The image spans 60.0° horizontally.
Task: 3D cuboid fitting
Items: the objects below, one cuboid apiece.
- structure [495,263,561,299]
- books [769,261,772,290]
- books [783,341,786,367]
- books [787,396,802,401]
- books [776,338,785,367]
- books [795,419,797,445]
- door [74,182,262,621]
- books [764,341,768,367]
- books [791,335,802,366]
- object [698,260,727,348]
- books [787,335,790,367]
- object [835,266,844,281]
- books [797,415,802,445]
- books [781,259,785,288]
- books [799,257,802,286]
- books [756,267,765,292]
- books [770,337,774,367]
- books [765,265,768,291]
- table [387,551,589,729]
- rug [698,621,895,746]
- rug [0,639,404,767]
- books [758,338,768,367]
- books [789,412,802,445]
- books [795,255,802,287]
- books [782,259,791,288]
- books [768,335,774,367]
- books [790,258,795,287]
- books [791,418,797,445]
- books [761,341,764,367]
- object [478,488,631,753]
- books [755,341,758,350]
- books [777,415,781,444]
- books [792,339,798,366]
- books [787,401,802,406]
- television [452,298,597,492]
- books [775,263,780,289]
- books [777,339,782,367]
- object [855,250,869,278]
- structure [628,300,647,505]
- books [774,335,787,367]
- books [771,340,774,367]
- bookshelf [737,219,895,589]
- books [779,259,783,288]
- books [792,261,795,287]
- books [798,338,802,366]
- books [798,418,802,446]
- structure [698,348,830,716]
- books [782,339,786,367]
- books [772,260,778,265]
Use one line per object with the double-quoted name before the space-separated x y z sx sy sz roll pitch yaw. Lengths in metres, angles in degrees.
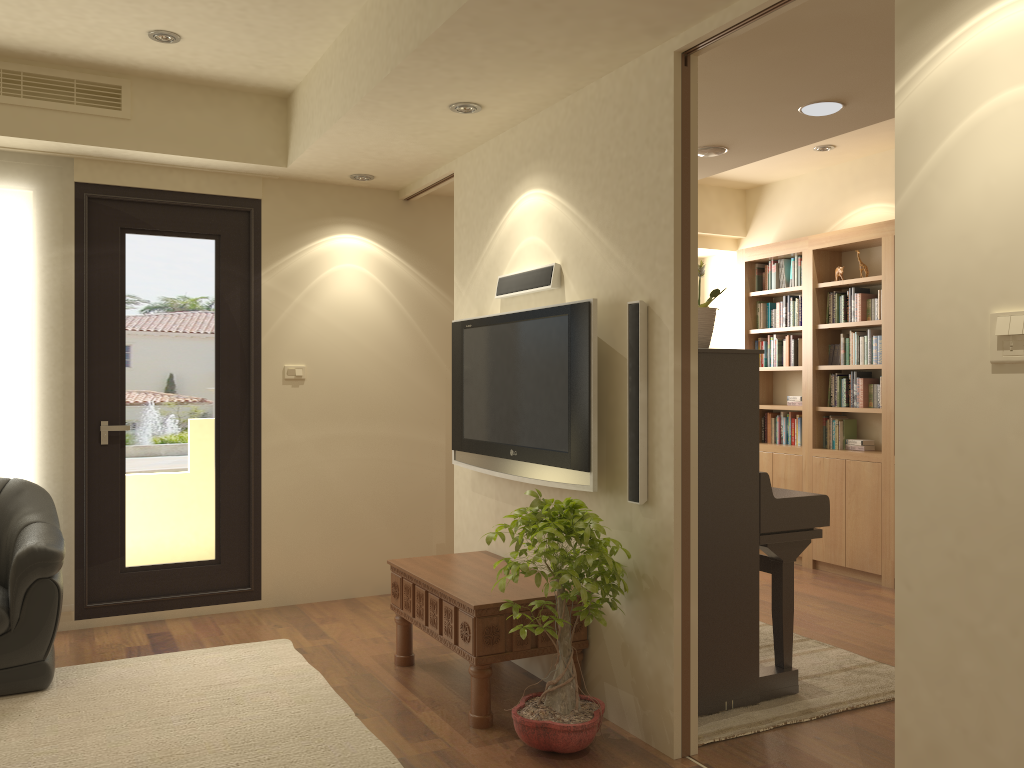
"structure" 0.064 -0.477 4.139 0.048 0.111 0.559 0 0 -27
"books" 2.109 -0.853 7.062 0.152 0.242 0.019 0 0 -27
"books" 2.185 -0.235 6.923 0.150 0.202 0.032 0 0 -27
"books" 2.226 0.112 6.849 0.111 0.036 0.165 0 0 -22
"books" 2.143 -0.246 6.984 0.168 0.224 0.014 0 0 -27
"books" 2.257 0.372 6.875 0.158 0.202 0.011 0 0 -27
"door" -1.977 0.092 5.147 1.011 2.420 0.118 0 0 -27
"books" 2.082 -0.237 7.102 0.167 0.206 0.010 0 0 -27
"books" 2.218 -0.255 6.856 0.152 0.242 0.019 0 0 -27
"object" 0.785 -0.329 3.708 0.215 0.375 0.209 0 0 -4
"books" 2.200 -0.255 6.884 0.158 0.243 0.016 0 0 -27
"object" 2.356 -0.787 6.393 0.062 0.111 0.274 0 0 15
"books" 2.266 0.355 6.859 0.156 0.237 0.026 0 0 -27
"books" 2.173 -0.853 6.941 0.148 0.242 0.043 0 0 -27
"books" 2.253 -0.850 6.777 0.157 0.235 0.017 0 0 -27
"books" 2.042 -0.835 7.173 0.167 0.206 0.010 0 0 -27
"books" 2.118 -0.252 7.065 0.139 0.237 0.026 0 0 -27
"books" 2.090 -0.841 7.128 0.124 0.218 0.036 0 0 -27
"table" -0.141 1.105 4.005 0.538 0.493 1.009 0 0 -27
"rug" 0.923 1.344 4.387 1.412 0.011 1.717 0 0 -27
"rug" -2.220 1.351 2.802 3.592 0.011 2.482 0 0 -27
"books" 2.057 -0.252 7.164 0.156 0.237 0.026 0 0 -27
"books" 2.229 0.345 6.943 0.145 0.255 0.019 0 0 -27
"books" 2.238 -0.860 6.810 0.154 0.254 0.026 0 0 -27
"books" 2.181 -0.853 6.927 0.148 0.242 0.043 0 0 -27
"books" 2.104 -0.261 7.084 0.145 0.255 0.019 0 0 -27
"books" 2.216 -0.852 6.868 0.139 0.238 0.047 0 0 -27
"books" 2.244 0.370 6.895 0.162 0.206 0.036 0 0 -27
"books" 2.074 -0.237 7.124 0.162 0.206 0.036 0 0 -27
"object" 0.180 0.872 3.303 0.528 0.957 0.565 0 0 15
"books" 2.040 -0.241 7.184 0.167 0.215 0.026 0 0 -27
"books" 2.170 0.361 7.033 0.168 0.224 0.014 0 0 -27
"books" 2.224 -0.237 6.832 0.163 0.207 0.026 0 0 -27
"books" 2.231 0.149 6.857 0.111 0.036 0.165 0 0 -27
"television" 0.040 0.053 4.107 0.110 0.778 1.377 0 0 -27
"books" 2.137 -0.840 6.988 0.168 0.215 0.013 0 0 -27
"books" 2.149 -0.241 6.971 0.168 0.215 0.013 0 0 -27
"object" 2.449 -0.836 6.203 0.059 0.209 0.077 0 0 -23
"structure" 0.474 0.069 3.354 0.036 0.764 0.079 0 0 -27
"books" 2.135 -0.261 7.014 0.154 0.254 0.026 0 0 -27
"books" 2.122 -0.239 7.037 0.156 0.211 0.026 0 0 -27
"bookshelf" 2.633 0.132 5.964 0.301 2.440 2.945 0 0 -27
"books" 2.166 -0.853 6.955 0.148 0.242 0.043 0 0 -27
"books" 2.224 -0.838 6.833 0.156 0.211 0.026 0 0 -27
"books" 2.249 -0.241 6.823 0.127 0.215 0.011 0 0 -27
"books" 2.274 0.366 6.833 0.167 0.215 0.026 0 0 -27
"structure" 0.705 0.608 4.353 0.792 1.502 1.493 0 0 -27
"books" 2.180 -0.243 6.960 0.124 0.218 0.036 0 0 -27
"books" 2.121 -0.860 7.044 0.145 0.255 0.019 0 0 -27
